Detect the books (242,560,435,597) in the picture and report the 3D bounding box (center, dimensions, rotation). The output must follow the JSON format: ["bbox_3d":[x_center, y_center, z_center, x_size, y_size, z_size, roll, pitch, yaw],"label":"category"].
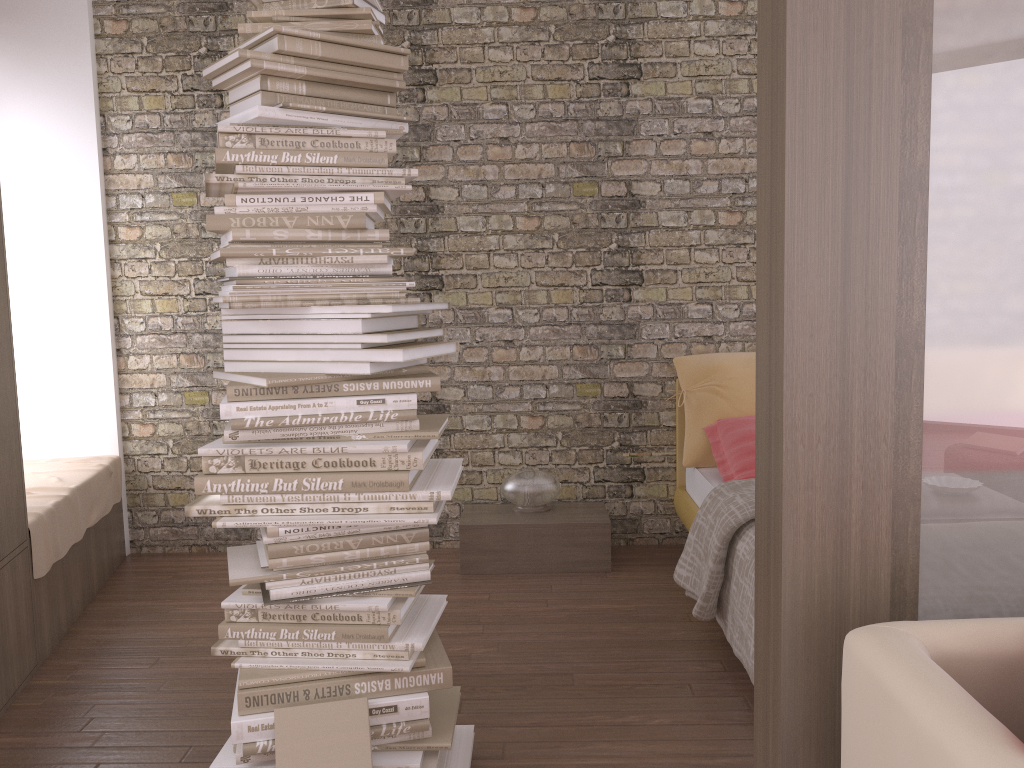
[{"bbox_3d":[-0.451,0.514,2.364,0.448,0.016,0.264,-1,6,6],"label":"books"}]

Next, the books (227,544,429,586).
[{"bbox_3d":[-0.493,0.451,2.340,0.488,0.018,0.296,-3,6,-19],"label":"books"}]

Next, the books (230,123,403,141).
[{"bbox_3d":[-0.511,-0.635,2.285,0.416,0.015,0.245,-3,6,-19],"label":"books"}]

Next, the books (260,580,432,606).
[{"bbox_3d":[-0.452,0.505,2.345,0.413,0.006,0.322,-3,6,-19],"label":"books"}]

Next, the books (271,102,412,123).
[{"bbox_3d":[-0.482,-0.673,2.270,0.351,0.010,0.284,-6,8,-38],"label":"books"}]

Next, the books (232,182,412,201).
[{"bbox_3d":[-0.495,-0.486,2.263,0.416,0.012,0.324,-3,6,-19],"label":"books"}]

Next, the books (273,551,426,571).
[{"bbox_3d":[-0.448,0.433,2.365,0.385,0.008,0.274,-3,6,-19],"label":"books"}]

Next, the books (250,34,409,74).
[{"bbox_3d":[-0.487,-0.813,2.259,0.351,0.036,0.275,-6,8,-38],"label":"books"}]

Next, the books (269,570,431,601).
[{"bbox_3d":[-0.446,0.488,2.352,0.396,0.024,0.310,-3,6,-19],"label":"books"}]

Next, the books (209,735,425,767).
[{"bbox_3d":[-0.472,0.910,2.334,0.510,0.020,0.399,-1,6,1],"label":"books"}]

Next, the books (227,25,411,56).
[{"bbox_3d":[-0.490,-0.838,2.247,0.366,0.012,0.287,-6,8,-38],"label":"books"}]

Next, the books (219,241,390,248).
[{"bbox_3d":[-0.537,-0.357,2.285,0.395,0.009,0.233,-4,7,-24],"label":"books"}]

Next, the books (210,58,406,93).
[{"bbox_3d":[-0.515,-0.760,2.252,0.412,0.019,0.259,-6,8,-38],"label":"books"}]

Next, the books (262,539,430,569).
[{"bbox_3d":[-0.448,0.410,2.344,0.396,0.024,0.310,-3,6,-19],"label":"books"}]

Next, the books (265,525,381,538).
[{"bbox_3d":[-0.450,0.333,2.336,0.396,0.024,0.310,-3,6,-19],"label":"books"}]

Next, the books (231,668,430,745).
[{"bbox_3d":[-0.476,0.797,2.319,0.469,0.057,0.364,-3,6,-14],"label":"books"}]

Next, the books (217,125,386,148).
[{"bbox_3d":[-0.544,-0.616,2.256,0.392,0.015,0.306,-3,6,-19],"label":"books"}]

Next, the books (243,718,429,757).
[{"bbox_3d":[-0.460,0.840,2.305,0.442,0.025,0.346,-3,6,-14],"label":"books"}]

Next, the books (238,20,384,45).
[{"bbox_3d":[-0.503,-0.882,2.259,0.327,0.023,0.198,-1,6,1],"label":"books"}]

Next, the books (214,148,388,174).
[{"bbox_3d":[-0.545,-0.553,2.260,0.401,0.035,0.315,-3,6,-19],"label":"books"}]

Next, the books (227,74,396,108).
[{"bbox_3d":[-0.513,-0.735,2.286,0.371,0.036,0.211,-6,8,-38],"label":"books"}]

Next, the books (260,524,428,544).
[{"bbox_3d":[-0.455,0.354,2.341,0.405,0.018,0.300,-3,6,-19],"label":"books"}]

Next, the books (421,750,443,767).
[{"bbox_3d":[-0.452,0.941,2.361,0.542,0.046,0.421,-1,6,1],"label":"books"}]

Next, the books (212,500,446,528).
[{"bbox_3d":[-0.448,0.313,2.340,0.542,0.016,0.423,-1,6,1],"label":"books"}]

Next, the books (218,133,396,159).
[{"bbox_3d":[-0.535,-0.592,2.281,0.416,0.035,0.323,-3,6,-19],"label":"books"}]

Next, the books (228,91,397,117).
[{"bbox_3d":[-0.512,-0.697,2.290,0.371,0.036,0.211,-6,8,-38],"label":"books"}]

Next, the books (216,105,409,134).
[{"bbox_3d":[-0.507,-0.653,2.263,0.404,0.026,0.266,-6,8,-38],"label":"books"}]

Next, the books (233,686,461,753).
[{"bbox_3d":[-0.418,0.886,2.356,0.542,0.020,0.320,-1,6,1],"label":"books"}]

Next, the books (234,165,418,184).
[{"bbox_3d":[-0.491,-0.530,2.294,0.434,0.019,0.324,-3,6,-19],"label":"books"}]

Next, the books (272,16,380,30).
[{"bbox_3d":[-0.477,-0.901,2.263,0.258,0.010,0.183,-3,6,-14],"label":"books"}]

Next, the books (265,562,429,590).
[{"bbox_3d":[-0.453,0.467,2.353,0.405,0.018,0.300,-3,6,-19],"label":"books"}]

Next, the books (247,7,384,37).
[{"bbox_3d":[-0.492,-0.914,2.254,0.303,0.015,0.202,-1,6,1],"label":"books"}]

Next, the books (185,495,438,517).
[{"bbox_3d":[-0.495,0.287,2.371,0.612,0.028,0.399,-1,6,1],"label":"books"}]

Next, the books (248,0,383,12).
[{"bbox_3d":[-0.498,-0.968,2.247,0.313,0.014,0.204,-1,6,1],"label":"books"}]

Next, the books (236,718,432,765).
[{"bbox_3d":[-0.472,0.866,2.340,0.469,0.028,0.368,-3,6,-14],"label":"books"}]

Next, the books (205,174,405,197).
[{"bbox_3d":[-0.538,-0.504,2.274,0.470,0.022,0.306,-3,6,-19],"label":"books"}]

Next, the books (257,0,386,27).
[{"bbox_3d":[-0.479,-0.938,2.255,0.260,0.029,0.193,0,6,16],"label":"books"}]

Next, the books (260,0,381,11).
[{"bbox_3d":[-0.480,-0.956,2.242,0.277,0.008,0.216,-1,6,1],"label":"books"}]

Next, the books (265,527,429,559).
[{"bbox_3d":[-0.448,0.381,2.341,0.396,0.033,0.310,-3,6,-19],"label":"books"}]

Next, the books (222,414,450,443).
[{"bbox_3d":[-0.451,0.117,2.371,0.542,0.020,0.320,-1,6,1],"label":"books"}]

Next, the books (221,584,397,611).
[{"bbox_3d":[-0.497,0.533,2.350,0.422,0.016,0.330,-1,6,6],"label":"books"}]

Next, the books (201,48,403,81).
[{"bbox_3d":[-0.528,-0.781,2.247,0.435,0.019,0.248,-6,8,-38],"label":"books"}]

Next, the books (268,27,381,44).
[{"bbox_3d":[-0.486,-0.858,2.258,0.272,0.023,0.201,-3,6,-19],"label":"books"}]

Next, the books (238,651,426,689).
[{"bbox_3d":[-0.479,0.693,2.349,0.450,0.022,0.364,-3,6,-14],"label":"books"}]
